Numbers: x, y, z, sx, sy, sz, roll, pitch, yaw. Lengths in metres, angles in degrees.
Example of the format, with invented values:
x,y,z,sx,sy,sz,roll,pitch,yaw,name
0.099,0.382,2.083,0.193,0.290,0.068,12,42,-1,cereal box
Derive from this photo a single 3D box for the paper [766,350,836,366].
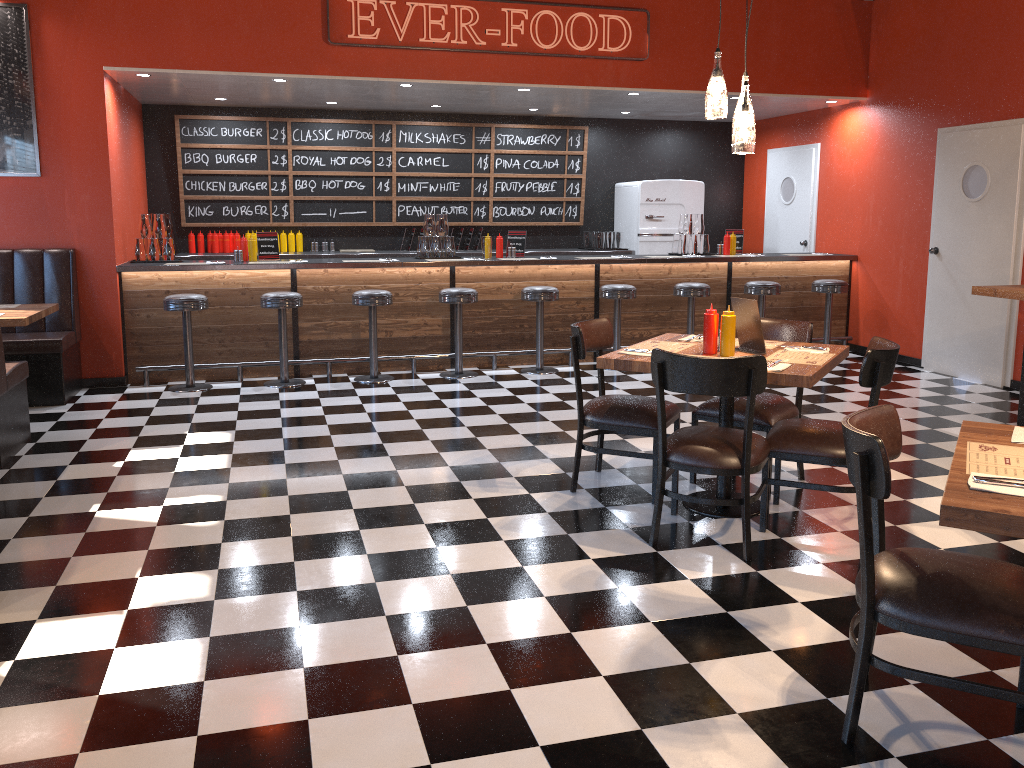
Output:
x,y,z,sx,sy,sz,roll,pitch,yaw,name
1.328,-0.124,4.093,0.261,0.001,0.367,6,13,29,paper

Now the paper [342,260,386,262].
x,y,z,sx,sy,sz,roll,pitch,yaw,name
-1.334,-1.105,7.961,0.365,0.001,0.263,-3,11,-14,paper

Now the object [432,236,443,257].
x,y,z,sx,sy,sz,roll,pitch,yaw,name
-0.706,-1.291,8.374,0.105,0.207,0.106,5,10,29,object

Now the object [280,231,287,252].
x,y,z,sx,sy,sz,roll,pitch,yaw,name
-2.502,-1.563,9.702,0.068,0.236,0.068,-3,9,-18,object

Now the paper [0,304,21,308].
x,y,z,sx,sy,sz,roll,pitch,yaw,name
-3.679,-0.542,6.231,0.365,0.001,0.263,-4,12,-20,paper

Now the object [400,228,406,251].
x,y,z,sx,sy,sz,roll,pitch,yaw,name
-1.232,-1.634,10.021,0.070,0.256,0.190,-1,9,-8,object

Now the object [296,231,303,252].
x,y,z,sx,sy,sz,roll,pitch,yaw,name
-2.340,-1.574,9.757,0.068,0.236,0.068,-2,9,-13,object

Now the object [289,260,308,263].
x,y,z,sx,sy,sz,roll,pitch,yaw,name
-1.884,-1.086,7.819,0.157,0.019,0.257,-2,11,-10,object

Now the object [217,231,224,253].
x,y,z,sx,sy,sz,roll,pitch,yaw,name
-3.147,-1.534,9.546,0.068,0.236,0.068,-2,9,-13,object

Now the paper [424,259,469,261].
x,y,z,sx,sy,sz,roll,pitch,yaw,name
-0.604,-1.141,8.149,0.365,0.001,0.263,-3,11,-14,paper

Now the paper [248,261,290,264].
x,y,z,sx,sy,sz,roll,pitch,yaw,name
-2.106,-1.060,7.725,0.365,0.001,0.263,-3,11,-14,paper

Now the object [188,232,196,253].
x,y,z,sx,sy,sz,roll,pitch,yaw,name
-3.409,-1.511,9.430,0.068,0.236,0.068,-7,11,-38,object

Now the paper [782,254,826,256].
x,y,z,sx,sy,sz,roll,pitch,yaw,name
3.009,-1.335,9.160,0.365,0.001,0.263,-1,11,-5,paper

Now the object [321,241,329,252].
x,y,z,sx,sy,sz,roll,pitch,yaw,name
-2.077,-1.537,9.840,0.047,0.135,0.094,5,11,29,object

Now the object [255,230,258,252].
x,y,z,sx,sy,sz,roll,pitch,yaw,name
-2.776,-1.553,9.645,0.068,0.236,0.068,-2,9,-13,object

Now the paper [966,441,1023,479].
x,y,z,sx,sy,sz,roll,pitch,yaw,name
1.362,0.211,2.370,0.261,0.001,0.367,6,12,27,paper

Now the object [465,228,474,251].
x,y,z,sx,sy,sz,roll,pitch,yaw,name
-0.493,-1.672,10.220,0.074,0.256,0.190,-2,10,-13,object

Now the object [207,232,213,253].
x,y,z,sx,sy,sz,roll,pitch,yaw,name
-3.241,-1.530,9.525,0.068,0.236,0.068,-2,9,-13,object

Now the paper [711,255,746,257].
x,y,z,sx,sy,sz,roll,pitch,yaw,name
2.236,-1.294,8.948,0.365,0.001,0.263,-3,11,-15,paper

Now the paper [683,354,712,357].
x,y,z,sx,sy,sz,roll,pitch,yaw,name
0.874,-0.104,3.991,0.366,0.001,0.262,6,13,28,paper

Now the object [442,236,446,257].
x,y,z,sx,sy,sz,roll,pitch,yaw,name
-0.628,-1.317,8.508,0.105,0.207,0.106,5,10,29,object

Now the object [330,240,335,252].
x,y,z,sx,sy,sz,roll,pitch,yaw,name
-1.993,-1.534,9.821,0.047,0.135,0.094,-3,10,-20,object

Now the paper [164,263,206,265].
x,y,z,sx,sy,sz,roll,pitch,yaw,name
-2.754,-1.023,7.533,0.365,0.001,0.263,-3,11,-14,paper

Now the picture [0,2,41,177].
x,y,z,sx,sy,sz,roll,pitch,yaw,name
-4.209,-2.248,6.756,1.024,1.293,0.016,-3,9,-15,picture

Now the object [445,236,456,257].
x,y,z,sx,sy,sz,roll,pitch,yaw,name
-0.586,-1.296,8.399,0.105,0.207,0.106,5,10,29,object

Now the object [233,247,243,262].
x,y,z,sx,sy,sz,roll,pitch,yaw,name
-2.406,-1.139,7.788,0.094,0.135,0.047,3,9,19,object

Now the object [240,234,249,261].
x,y,z,sx,sy,sz,roll,pitch,yaw,name
-2.391,-1.214,7.904,0.068,0.236,0.068,-2,9,-14,object

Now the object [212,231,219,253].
x,y,z,sx,sy,sz,roll,pitch,yaw,name
-3.168,-1.516,9.458,0.068,0.236,0.068,-7,11,-38,object

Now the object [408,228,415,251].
x,y,z,sx,sy,sz,roll,pitch,yaw,name
-1.141,-1.638,10.040,0.073,0.258,0.193,-2,10,-13,object

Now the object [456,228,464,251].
x,y,z,sx,sy,sz,roll,pitch,yaw,name
-0.602,-1.667,10.191,0.072,0.255,0.189,-2,10,-10,object

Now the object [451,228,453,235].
x,y,z,sx,sy,sz,roll,pitch,yaw,name
-0.710,-1.661,10.161,0.072,0.255,0.189,-1,9,-5,object

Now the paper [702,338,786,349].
x,y,z,sx,sy,sz,roll,pitch,yaw,name
1.187,-0.211,4.545,0.366,0.001,0.262,7,13,31,paper

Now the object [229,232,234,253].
x,y,z,sx,sy,sz,roll,pitch,yaw,name
-3.038,-1.544,9.599,0.068,0.236,0.068,-2,9,-14,object

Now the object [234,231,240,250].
x,y,z,sx,sy,sz,roll,pitch,yaw,name
-2.961,-1.534,9.549,0.068,0.236,0.068,-2,9,-13,object

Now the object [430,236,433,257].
x,y,z,sx,sy,sz,roll,pitch,yaw,name
-0.742,-1.311,8.476,0.105,0.207,0.106,5,10,29,object

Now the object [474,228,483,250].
x,y,z,sx,sy,sz,roll,pitch,yaw,name
-0.386,-1.678,10.250,0.072,0.255,0.189,-2,10,-10,object

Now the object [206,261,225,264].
x,y,z,sx,sy,sz,roll,pitch,yaw,name
-2.548,-1.048,7.621,0.157,0.019,0.257,-4,12,-19,object

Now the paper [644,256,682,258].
x,y,z,sx,sy,sz,roll,pitch,yaw,name
1.514,-1.257,8.756,0.365,0.001,0.263,-3,11,-14,paper

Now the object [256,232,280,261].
x,y,z,sx,sy,sz,roll,pitch,yaw,name
-2.207,-1.246,8.016,0.188,0.255,0.073,-4,10,-25,object

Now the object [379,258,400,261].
x,y,z,sx,sy,sz,roll,pitch,yaw,name
-1.119,-1.131,8.053,0.157,0.019,0.257,-4,12,-19,object

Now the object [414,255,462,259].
x,y,z,sx,sy,sz,roll,pitch,yaw,name
-0.707,-1.208,8.450,0.437,0.018,0.274,-3,11,-15,object

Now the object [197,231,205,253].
x,y,z,sx,sy,sz,roll,pitch,yaw,name
-3.322,-1.517,9.459,0.068,0.236,0.068,0,9,1,object

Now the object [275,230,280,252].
x,y,z,sx,sy,sz,roll,pitch,yaw,name
-2.571,-1.553,9.648,0.068,0.236,0.068,-7,11,-38,object

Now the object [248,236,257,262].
x,y,z,sx,sy,sz,roll,pitch,yaw,name
-2.301,-1.205,7.856,0.068,0.236,0.068,-2,9,-14,object

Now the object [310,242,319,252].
x,y,z,sx,sy,sz,roll,pitch,yaw,name
-2.184,-1.530,9.803,0.094,0.135,0.047,3,9,19,object

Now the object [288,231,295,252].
x,y,z,sx,sy,sz,roll,pitch,yaw,name
-2.422,-1.570,9.734,0.068,0.236,0.068,-2,9,-14,object

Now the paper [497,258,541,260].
x,y,z,sx,sy,sz,roll,pitch,yaw,name
0.062,-1.175,8.325,0.365,0.001,0.263,-3,11,-14,paper

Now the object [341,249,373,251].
x,y,z,sx,sy,sz,roll,pitch,yaw,name
-1.728,-1.494,9.886,0.365,0.001,0.263,-3,11,-14,object

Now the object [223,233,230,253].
x,y,z,sx,sy,sz,roll,pitch,yaw,name
-3.063,-1.525,9.503,0.068,0.236,0.068,-2,9,-13,object

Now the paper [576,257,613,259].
x,y,z,sx,sy,sz,roll,pitch,yaw,name
0.817,-1.214,8.528,0.365,0.001,0.263,-4,12,-19,paper

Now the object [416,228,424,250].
x,y,z,sx,sy,sz,roll,pitch,yaw,name
-1.034,-1.644,10.071,0.072,0.255,0.189,-3,10,-20,object

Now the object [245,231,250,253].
x,y,z,sx,sy,sz,roll,pitch,yaw,name
-2.856,-1.545,9.607,0.068,0.236,0.068,-7,11,-38,object

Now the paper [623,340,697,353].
x,y,z,sx,sy,sz,roll,pitch,yaw,name
0.743,-0.186,4.414,0.261,0.001,0.367,6,13,29,paper
